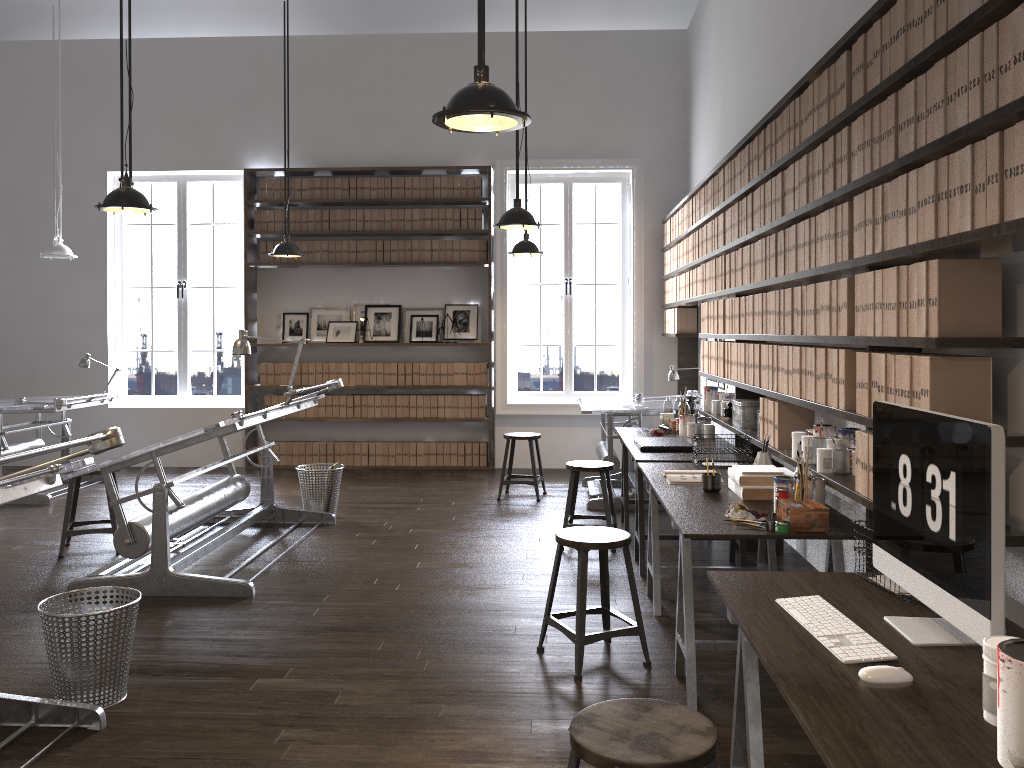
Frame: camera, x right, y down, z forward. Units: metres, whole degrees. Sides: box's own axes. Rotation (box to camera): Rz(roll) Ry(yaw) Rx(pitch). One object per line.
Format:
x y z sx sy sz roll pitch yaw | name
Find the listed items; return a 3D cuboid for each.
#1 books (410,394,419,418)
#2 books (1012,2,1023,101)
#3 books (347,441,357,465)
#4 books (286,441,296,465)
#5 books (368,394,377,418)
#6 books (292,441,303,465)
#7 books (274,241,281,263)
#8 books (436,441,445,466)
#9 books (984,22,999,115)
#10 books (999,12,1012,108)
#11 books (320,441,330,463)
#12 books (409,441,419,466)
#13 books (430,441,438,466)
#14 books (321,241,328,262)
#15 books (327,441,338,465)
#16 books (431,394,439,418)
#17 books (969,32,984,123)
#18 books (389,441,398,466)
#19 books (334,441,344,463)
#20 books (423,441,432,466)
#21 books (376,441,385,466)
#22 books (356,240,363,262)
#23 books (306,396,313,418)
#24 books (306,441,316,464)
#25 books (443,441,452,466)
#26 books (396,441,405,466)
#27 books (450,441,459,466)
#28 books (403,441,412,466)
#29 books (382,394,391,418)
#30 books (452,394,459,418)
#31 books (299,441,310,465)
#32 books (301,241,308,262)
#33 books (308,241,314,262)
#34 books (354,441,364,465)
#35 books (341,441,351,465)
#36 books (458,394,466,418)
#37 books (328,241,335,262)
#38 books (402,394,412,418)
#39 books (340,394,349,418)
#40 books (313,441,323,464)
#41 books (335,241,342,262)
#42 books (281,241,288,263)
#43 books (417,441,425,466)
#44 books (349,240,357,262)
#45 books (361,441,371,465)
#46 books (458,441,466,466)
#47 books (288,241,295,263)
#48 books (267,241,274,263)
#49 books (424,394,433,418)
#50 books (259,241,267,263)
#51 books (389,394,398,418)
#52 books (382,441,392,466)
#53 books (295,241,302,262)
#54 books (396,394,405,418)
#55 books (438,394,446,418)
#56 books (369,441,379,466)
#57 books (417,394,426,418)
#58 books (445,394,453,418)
-0.986 0.220 8.935 0.067 0.225 0.175 0 2 3 | books
1.251 -0.757 2.031 0.174 0.225 0.067 0 1 3 | books
-1.619 0.702 8.968 0.067 0.225 0.175 0 2 3 | books
-2.243 0.701 9.002 0.067 0.225 0.175 0 2 3 | books
-1.408 0.220 8.955 0.067 0.225 0.175 0 2 3 | books
-2.176 0.702 8.994 0.067 0.225 0.175 0 2 3 | books
-2.357 -1.330 8.995 0.067 0.225 0.175 0 2 3 | books
-0.719 0.702 8.932 0.067 0.225 0.175 0 2 3 | books
1.260 -0.766 2.170 0.174 0.225 0.067 0 1 3 | books
1.258 -0.762 2.100 0.174 0.225 0.067 0 1 3 | books
-1.896 0.701 8.988 0.067 0.225 0.175 0 2 3 | books
-0.988 0.702 8.940 0.067 0.225 0.175 0 2 3 | books
-0.786 0.702 8.930 0.067 0.225 0.175 0 2 3 | books
-1.875 -1.330 8.967 0.067 0.225 0.175 0 2 3 | books
-1.821 0.702 8.979 0.067 0.225 0.175 0 2 3 | books
-0.774 0.220 8.931 0.067 0.225 0.175 0 2 3 | books
1.259 -0.770 2.240 0.174 0.226 0.067 0 1 3 | books
-1.198 0.702 8.949 0.067 0.225 0.175 0 2 3 | books
-1.747 0.702 8.981 0.067 0.225 0.175 0 2 3 | books
-0.853 0.702 8.937 0.067 0.225 0.175 0 2 3 | books
-1.327 0.702 8.958 0.067 0.225 0.175 0 2 3 | books
-1.521 -1.330 8.949 0.067 0.225 0.175 0 2 3 | books
-2.032 0.220 8.987 0.067 0.225 0.175 0 2 3 | books
-2.038 0.701 8.994 0.067 0.225 0.174 0 2 3 | books
-0.648 0.702 8.929 0.067 0.225 0.174 0 2 3 | books
-1.128 0.702 8.952 0.067 0.225 0.174 0 2 3 | books
-0.577 0.702 8.922 0.067 0.225 0.174 0 2 3 | books
-1.058 0.702 8.947 0.067 0.225 0.175 0 2 3 | books
-1.266 0.220 8.955 0.067 0.225 0.174 0 2 3 | books
-0.569 0.220 8.921 0.067 0.225 0.175 0 2 3 | books
-2.108 0.701 8.997 0.067 0.225 0.175 0 2 3 | books
-2.077 -1.330 8.975 0.067 0.225 0.175 0 2 3 | books
-2.010 -1.330 8.977 0.067 0.225 0.175 0 2 3 | books
-1.546 0.702 8.965 0.067 0.225 0.175 0 2 3 | books
-1.682 0.702 8.975 0.067 0.225 0.175 0 2 3 | books
-0.502 0.220 8.913 0.067 0.225 0.175 0 2 3 | books
-1.805 -1.330 8.968 0.067 0.225 0.175 0 2 3 | books
-1.058 0.220 8.938 0.067 0.225 0.175 0 2 3 | books
-1.694 0.220 8.970 0.067 0.225 0.174 0 2 3 | books
-1.967 0.702 8.986 0.067 0.225 0.174 0 2 3 | books
-1.735 -1.330 8.966 0.067 0.225 0.174 0 2 3 | books
-2.286 -1.330 8.987 0.067 0.225 0.174 0 2 3 | books
-0.916 0.702 8.939 0.067 0.225 0.175 0 2 3 | books
-1.593 -1.330 8.952 0.067 0.225 0.175 0 2 3 | books
-1.474 0.702 8.965 0.067 0.225 0.174 0 2 3 | books
-0.506 0.702 8.923 0.067 0.225 0.175 0 2 3 | books
-2.215 -1.330 8.988 0.067 0.225 0.174 0 2 3 | books
-2.432 -1.330 8.993 0.067 0.225 0.175 0 2 3 | books
-0.844 0.220 8.936 0.067 0.225 0.174 0 2 3 | books
-2.506 -1.330 9.002 0.067 0.225 0.175 0 2 3 | books
-1.196 0.220 8.950 0.067 0.225 0.175 0 2 3 | books
-1.264 0.702 8.956 0.067 0.225 0.175 0 2 3 | books
-2.144 -1.330 8.984 0.067 0.225 0.175 0 2 3 | books
-1.121 0.220 8.946 0.067 0.225 0.175 0 2 3 | books
-0.704 0.220 8.923 0.067 0.225 0.175 0 2 3 | books
-1.400 0.702 8.959 0.067 0.225 0.175 0 2 3 | books
-0.914 0.220 8.935 0.067 0.225 0.174 0 2 3 | books
-0.632 0.220 8.922 0.067 0.225 0.175 0 2 3 | books
